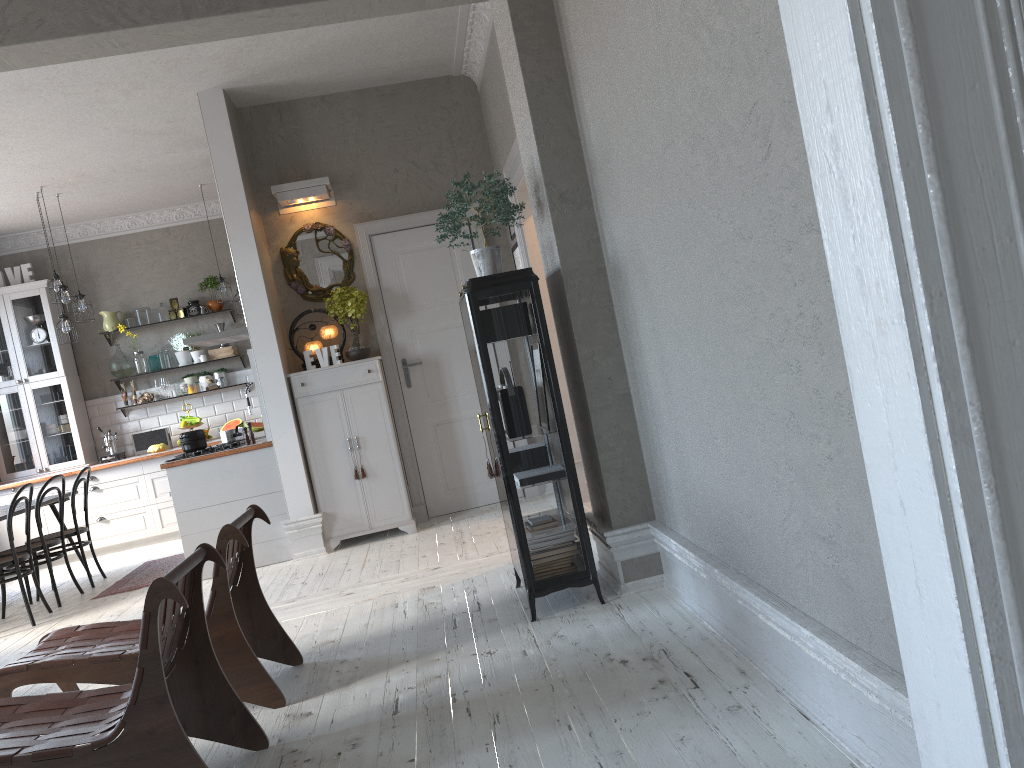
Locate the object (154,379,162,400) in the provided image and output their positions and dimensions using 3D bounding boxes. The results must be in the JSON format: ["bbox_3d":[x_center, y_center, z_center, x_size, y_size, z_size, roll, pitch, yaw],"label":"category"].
[{"bbox_3d":[-3.682,0.059,9.238,0.083,0.217,0.080,-12,3,-21],"label":"object"}]

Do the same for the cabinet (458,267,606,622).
[{"bbox_3d":[0.057,0.253,4.021,0.350,1.472,0.614,-12,2,-6],"label":"cabinet"}]

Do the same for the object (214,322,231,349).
[{"bbox_3d":[-3.047,-0.521,9.311,0.132,0.288,0.129,-12,3,-22],"label":"object"}]

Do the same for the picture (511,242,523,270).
[{"bbox_3d":[0.057,-0.869,6.524,0.014,0.331,0.486,-12,2,-6],"label":"picture"}]

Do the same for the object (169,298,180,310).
[{"bbox_3d":[-3.507,-0.832,9.200,0.084,0.113,0.081,-13,3,-27],"label":"object"}]

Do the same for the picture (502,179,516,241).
[{"bbox_3d":[-0.025,-1.276,6.504,0.012,0.417,0.280,-12,2,-6],"label":"picture"}]

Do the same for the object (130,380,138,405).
[{"bbox_3d":[-3.918,0.088,9.189,0.052,0.264,0.062,-10,3,30],"label":"object"}]

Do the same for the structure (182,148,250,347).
[{"bbox_3d":[-2.505,-1.170,7.521,0.717,1.596,0.708,-12,2,-7],"label":"structure"}]

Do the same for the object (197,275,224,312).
[{"bbox_3d":[-3.114,-0.944,9.266,0.258,0.397,0.244,-11,2,18],"label":"object"}]

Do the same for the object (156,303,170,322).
[{"bbox_3d":[-3.657,-0.744,9.294,0.137,0.220,0.143,-9,3,43],"label":"object"}]

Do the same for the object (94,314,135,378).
[{"bbox_3d":[-4.073,-0.395,9.093,0.341,0.675,0.331,-13,3,-38],"label":"object"}]

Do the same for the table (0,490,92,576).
[{"bbox_3d":[-3.881,1.343,6.379,0.909,0.735,1.909,-12,2,-6],"label":"table"}]

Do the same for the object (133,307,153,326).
[{"bbox_3d":[-3.819,-0.690,9.177,0.169,0.184,0.175,-10,3,32],"label":"object"}]

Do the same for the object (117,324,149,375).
[{"bbox_3d":[-3.884,-0.363,9.076,0.193,0.540,0.277,-12,2,-14],"label":"object"}]

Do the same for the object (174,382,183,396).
[{"bbox_3d":[-3.464,0.056,9.208,0.080,0.139,0.077,-13,3,-34],"label":"object"}]

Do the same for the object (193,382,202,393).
[{"bbox_3d":[-3.283,0.033,9.245,0.078,0.108,0.077,-12,2,-13],"label":"object"}]

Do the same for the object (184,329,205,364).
[{"bbox_3d":[-3.307,-0.403,9.251,0.166,0.380,0.188,-9,3,44],"label":"object"}]

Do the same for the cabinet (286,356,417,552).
[{"bbox_3d":[-1.148,0.499,6.457,0.670,1.297,0.381,-12,2,-7],"label":"cabinet"}]

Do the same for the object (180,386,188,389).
[{"bbox_3d":[-3.391,0.052,9.175,0.076,0.051,0.078,-11,2,12],"label":"object"}]

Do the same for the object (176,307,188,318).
[{"bbox_3d":[-3.433,-0.733,9.220,0.082,0.113,0.083,-11,2,3],"label":"object"}]

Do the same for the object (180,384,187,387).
[{"bbox_3d":[-3.396,0.027,9.174,0.078,0.051,0.076,-12,2,-21],"label":"object"}]

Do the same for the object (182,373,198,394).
[{"bbox_3d":[-3.379,-0.005,9.303,0.159,0.217,0.153,-13,3,-27],"label":"object"}]

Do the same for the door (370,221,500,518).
[{"bbox_3d":[-0.486,-0.120,6.774,0.756,2.184,0.079,-12,2,-8],"label":"door"}]

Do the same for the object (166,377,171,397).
[{"bbox_3d":[-3.597,0.042,9.246,0.083,0.217,0.080,-12,3,-21],"label":"object"}]

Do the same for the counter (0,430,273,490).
[{"bbox_3d":[-3.383,0.711,7.675,3.179,0.039,3.371,-12,2,-7],"label":"counter"}]

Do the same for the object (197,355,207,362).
[{"bbox_3d":[-3.205,-0.265,9.204,0.104,0.071,0.063,-11,2,23],"label":"object"}]

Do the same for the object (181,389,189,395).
[{"bbox_3d":[-3.384,0.086,9.176,0.078,0.051,0.076,-12,2,-14],"label":"object"}]

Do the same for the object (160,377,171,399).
[{"bbox_3d":[-3.585,0.043,9.157,0.083,0.217,0.080,-12,3,-21],"label":"object"}]

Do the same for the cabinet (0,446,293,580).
[{"bbox_3d":[-2.875,1.020,7.901,4.109,0.854,2.028,-10,3,39],"label":"cabinet"}]

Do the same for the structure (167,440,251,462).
[{"bbox_3d":[-2.217,0.481,6.537,0.499,0.031,0.602,-12,2,-6],"label":"structure"}]

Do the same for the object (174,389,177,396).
[{"bbox_3d":[-3.496,0.088,9.279,0.077,0.083,0.078,-11,2,11],"label":"object"}]

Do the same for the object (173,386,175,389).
[{"bbox_3d":[-3.503,0.056,9.278,0.077,0.083,0.078,-11,2,11],"label":"object"}]

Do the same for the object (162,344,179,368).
[{"bbox_3d":[-3.596,-0.287,9.324,0.131,0.264,0.131,-12,2,-1],"label":"object"}]

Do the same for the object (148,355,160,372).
[{"bbox_3d":[-3.724,-0.212,9.246,0.126,0.172,0.125,-12,2,-3],"label":"object"}]

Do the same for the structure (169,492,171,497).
[{"bbox_3d":[-2.118,0.832,6.551,0.621,0.623,0.618,-12,2,-7],"label":"structure"}]

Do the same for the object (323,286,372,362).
[{"bbox_3d":[-1.156,-0.444,6.460,0.292,0.553,0.346,-10,3,27],"label":"object"}]

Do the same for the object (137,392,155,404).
[{"bbox_3d":[-3.799,0.141,9.182,0.180,0.111,0.094,-13,3,-30],"label":"object"}]

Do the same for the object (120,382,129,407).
[{"bbox_3d":[-4.022,0.109,9.190,0.054,0.264,0.060,-13,3,-35],"label":"object"}]

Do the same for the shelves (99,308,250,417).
[{"bbox_3d":[-3.486,-0.202,9.250,1.324,0.923,0.227,-12,2,-8],"label":"shelves"}]

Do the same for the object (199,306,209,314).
[{"bbox_3d":[-3.198,-0.772,9.205,0.094,0.096,0.074,-12,2,-6],"label":"object"}]

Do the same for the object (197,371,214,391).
[{"bbox_3d":[-3.227,-0.033,9.332,0.171,0.214,0.149,-11,2,23],"label":"object"}]

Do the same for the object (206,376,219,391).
[{"bbox_3d":[-3.139,-0.013,9.257,0.121,0.147,0.098,-13,3,-39],"label":"object"}]

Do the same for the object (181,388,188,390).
[{"bbox_3d":[-3.388,0.069,9.176,0.078,0.051,0.076,-12,2,-14],"label":"object"}]

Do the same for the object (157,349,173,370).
[{"bbox_3d":[-3.597,-0.252,9.174,0.123,0.206,0.126,-11,2,16],"label":"object"}]

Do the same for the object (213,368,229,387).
[{"bbox_3d":[-3.066,-0.065,9.363,0.160,0.213,0.152,-12,2,-9],"label":"object"}]

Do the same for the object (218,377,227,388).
[{"bbox_3d":[-3.027,-0.019,9.255,0.078,0.108,0.077,-12,2,-13],"label":"object"}]

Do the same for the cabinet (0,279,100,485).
[{"bbox_3d":[-4.845,-0.009,8.920,0.884,1.921,0.385,-12,2,-7],"label":"cabinet"}]

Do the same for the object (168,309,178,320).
[{"bbox_3d":[-3.519,-0.716,9.212,0.083,0.113,0.082,-12,2,-7],"label":"object"}]

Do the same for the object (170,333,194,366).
[{"bbox_3d":[-3.439,-0.365,9.285,0.243,0.354,0.236,-11,2,11],"label":"object"}]

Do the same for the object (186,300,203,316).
[{"bbox_3d":[-3.324,-0.789,9.285,0.143,0.174,0.141,-12,2,-7],"label":"object"}]

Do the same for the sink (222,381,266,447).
[{"bbox_3d":[-2.162,0.353,7.191,0.531,0.720,0.483,-12,2,-7],"label":"sink"}]
